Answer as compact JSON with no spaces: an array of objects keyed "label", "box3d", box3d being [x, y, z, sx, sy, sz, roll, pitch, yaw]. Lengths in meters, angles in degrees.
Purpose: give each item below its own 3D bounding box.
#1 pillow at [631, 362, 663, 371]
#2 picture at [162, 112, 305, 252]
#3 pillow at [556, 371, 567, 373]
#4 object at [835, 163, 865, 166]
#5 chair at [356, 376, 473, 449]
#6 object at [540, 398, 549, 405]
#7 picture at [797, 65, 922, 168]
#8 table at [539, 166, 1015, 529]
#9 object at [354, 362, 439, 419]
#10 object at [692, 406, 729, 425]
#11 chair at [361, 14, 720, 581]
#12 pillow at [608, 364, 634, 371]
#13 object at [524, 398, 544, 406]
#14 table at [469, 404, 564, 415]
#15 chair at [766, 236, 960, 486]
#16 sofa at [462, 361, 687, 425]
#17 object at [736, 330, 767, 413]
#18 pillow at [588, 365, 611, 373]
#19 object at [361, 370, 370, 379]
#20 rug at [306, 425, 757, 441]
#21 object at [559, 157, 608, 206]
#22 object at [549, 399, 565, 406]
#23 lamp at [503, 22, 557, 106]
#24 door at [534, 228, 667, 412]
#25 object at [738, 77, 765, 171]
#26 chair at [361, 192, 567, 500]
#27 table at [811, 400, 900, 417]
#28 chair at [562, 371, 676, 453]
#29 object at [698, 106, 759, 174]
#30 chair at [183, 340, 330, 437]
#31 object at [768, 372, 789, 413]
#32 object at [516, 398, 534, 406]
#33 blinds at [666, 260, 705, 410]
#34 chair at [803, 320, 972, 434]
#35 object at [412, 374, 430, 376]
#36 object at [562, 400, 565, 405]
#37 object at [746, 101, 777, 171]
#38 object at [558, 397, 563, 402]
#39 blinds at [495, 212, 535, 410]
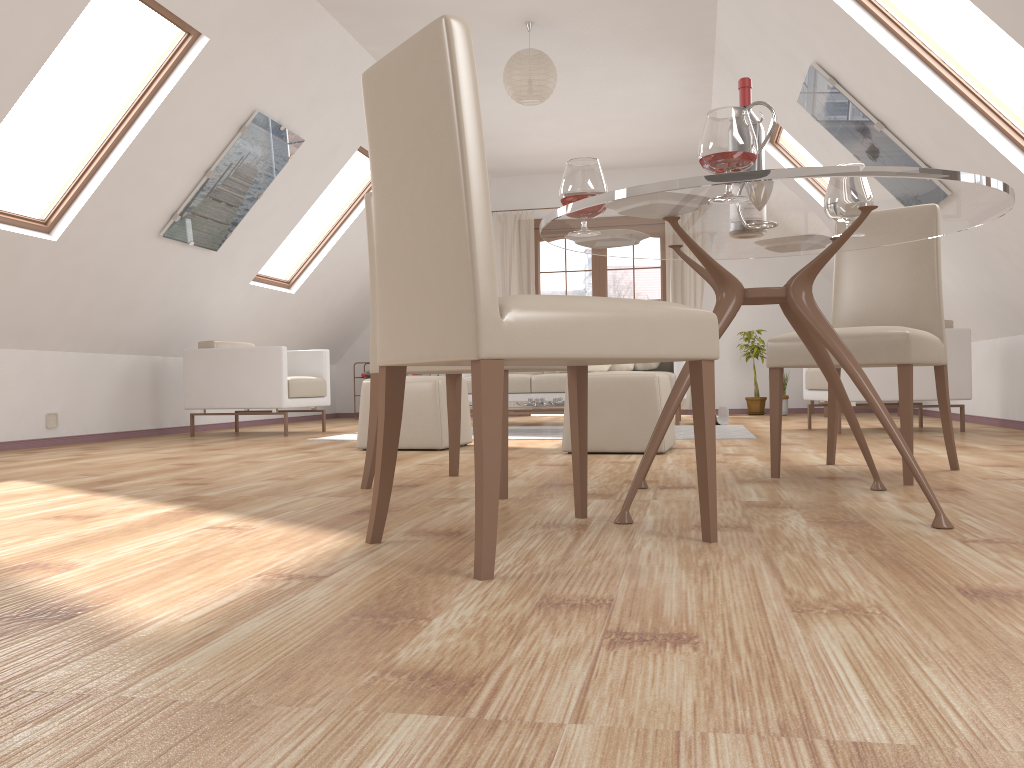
[{"label":"pillow","box3d":[1.171,-0.250,7.417,0.269,0.276,0.424,-1,0,-29]},{"label":"picture","box3d":[-1.813,-1.302,5.840,0.683,0.738,0.650,-1,0,12]},{"label":"pillow","box3d":[0.540,-0.206,7.598,0.351,0.235,0.185,-1,0,15]},{"label":"object","box3d":[0.975,-0.540,2.572,0.136,0.183,0.136,-1,0,38]},{"label":"chair","box3d":[-0.528,0.151,4.891,0.506,0.394,0.506,-1,0,16]},{"label":"object","box3d":[0.209,0.125,6.411,0.064,0.052,0.143,-1,0,-18]},{"label":"picture","box3d":[2.020,-1.367,5.047,0.683,0.738,0.650,-1,0,12]},{"label":"table","box3d":[0.681,-0.059,2.405,1.198,0.770,1.198,-1,0,32]},{"label":"object","box3d":[-1.234,0.066,9.500,0.854,0.608,0.417,-1,0,12]},{"label":"object","box3d":[1.571,0.185,7.029,0.212,0.267,0.315,-1,0,-1]},{"label":"chair","box3d":[0.046,-0.161,1.881,0.618,0.999,0.477,-1,0,-34]},{"label":"pillow","box3d":[0.873,-0.211,7.524,0.351,0.225,0.196,-1,0,17]},{"label":"object","box3d":[0.152,0.125,6.138,0.064,0.052,0.143,-1,0,42]},{"label":"table","box3d":[0.261,0.245,6.252,1.173,0.190,0.730,-1,0,12]},{"label":"chair","box3d":[1.253,-0.180,3.153,0.477,0.999,0.618,-1,0,39]},{"label":"sofa","box3d":[0.513,-0.015,7.497,1.880,0.706,0.820,-1,0,12]},{"label":"object","box3d":[2.401,-0.120,8.830,0.311,0.846,0.307,-1,0,4]},{"label":"pillow","box3d":[0.659,-0.165,7.420,0.363,0.170,0.227,-1,0,17]},{"label":"object","box3d":[-1.521,-0.093,9.512,0.110,0.110,0.439,-1,0,12]},{"label":"rug","box3d":[0.210,0.337,6.195,2.800,0.007,1.600,-1,0,12]},{"label":"object","box3d":[0.199,-0.527,2.461,0.136,0.183,0.136,-1,0,-10]},{"label":"object","box3d":[0.310,0.124,6.106,0.064,0.051,0.143,-1,0,-18]},{"label":"lamp","box3d":[0.111,-2.010,5.552,0.340,0.497,0.340,-1,0,-39]},{"label":"door","box3d":[0.937,-0.687,9.421,1.546,2.001,0.098,-1,0,12]},{"label":"object","box3d":[0.675,-0.662,2.557,0.109,0.435,0.109,-1,0,8]},{"label":"chair","box3d":[-0.138,-0.157,2.963,0.618,0.999,0.477,-1,0,36]},{"label":"table","box3d":[3.212,0.099,8.339,0.730,0.390,0.773,-1,0,10]},{"label":"chair","box3d":[0.539,0.133,4.424,0.506,0.394,0.506,-1,0,16]},{"label":"object","box3d":[0.496,-0.532,2.037,0.136,0.183,0.136,-1,0,-10]},{"label":"chair","box3d":[-1.891,0.024,6.679,0.820,0.706,0.748,-1,0,14]},{"label":"object","box3d":[2.580,0.062,8.539,0.234,0.480,0.209,-1,0,-22]},{"label":"object","box3d":[0.102,0.127,6.291,0.143,0.052,0.064,-1,0,12]},{"label":"blinds","box3d":[1.802,-0.798,9.109,0.424,2.129,0.123,-1,0,7]},{"label":"chair","box3d":[2.402,-0.049,5.780,0.820,0.706,0.748,-1,0,1]},{"label":"object","box3d":[-0.973,-0.099,9.404,0.109,0.109,0.435,-1,0,12]},{"label":"object","box3d":[0.416,0.121,6.226,0.143,0.052,0.064,-1,0,12]},{"label":"object","box3d":[0.670,-0.605,2.404,0.086,0.322,0.096,-1,0,-25]},{"label":"object","box3d":[0.366,0.122,6.378,0.064,0.052,0.143,-1,0,42]},{"label":"blinds","box3d":[0.048,-0.766,9.511,0.423,2.130,0.120,-1,0,9]}]
